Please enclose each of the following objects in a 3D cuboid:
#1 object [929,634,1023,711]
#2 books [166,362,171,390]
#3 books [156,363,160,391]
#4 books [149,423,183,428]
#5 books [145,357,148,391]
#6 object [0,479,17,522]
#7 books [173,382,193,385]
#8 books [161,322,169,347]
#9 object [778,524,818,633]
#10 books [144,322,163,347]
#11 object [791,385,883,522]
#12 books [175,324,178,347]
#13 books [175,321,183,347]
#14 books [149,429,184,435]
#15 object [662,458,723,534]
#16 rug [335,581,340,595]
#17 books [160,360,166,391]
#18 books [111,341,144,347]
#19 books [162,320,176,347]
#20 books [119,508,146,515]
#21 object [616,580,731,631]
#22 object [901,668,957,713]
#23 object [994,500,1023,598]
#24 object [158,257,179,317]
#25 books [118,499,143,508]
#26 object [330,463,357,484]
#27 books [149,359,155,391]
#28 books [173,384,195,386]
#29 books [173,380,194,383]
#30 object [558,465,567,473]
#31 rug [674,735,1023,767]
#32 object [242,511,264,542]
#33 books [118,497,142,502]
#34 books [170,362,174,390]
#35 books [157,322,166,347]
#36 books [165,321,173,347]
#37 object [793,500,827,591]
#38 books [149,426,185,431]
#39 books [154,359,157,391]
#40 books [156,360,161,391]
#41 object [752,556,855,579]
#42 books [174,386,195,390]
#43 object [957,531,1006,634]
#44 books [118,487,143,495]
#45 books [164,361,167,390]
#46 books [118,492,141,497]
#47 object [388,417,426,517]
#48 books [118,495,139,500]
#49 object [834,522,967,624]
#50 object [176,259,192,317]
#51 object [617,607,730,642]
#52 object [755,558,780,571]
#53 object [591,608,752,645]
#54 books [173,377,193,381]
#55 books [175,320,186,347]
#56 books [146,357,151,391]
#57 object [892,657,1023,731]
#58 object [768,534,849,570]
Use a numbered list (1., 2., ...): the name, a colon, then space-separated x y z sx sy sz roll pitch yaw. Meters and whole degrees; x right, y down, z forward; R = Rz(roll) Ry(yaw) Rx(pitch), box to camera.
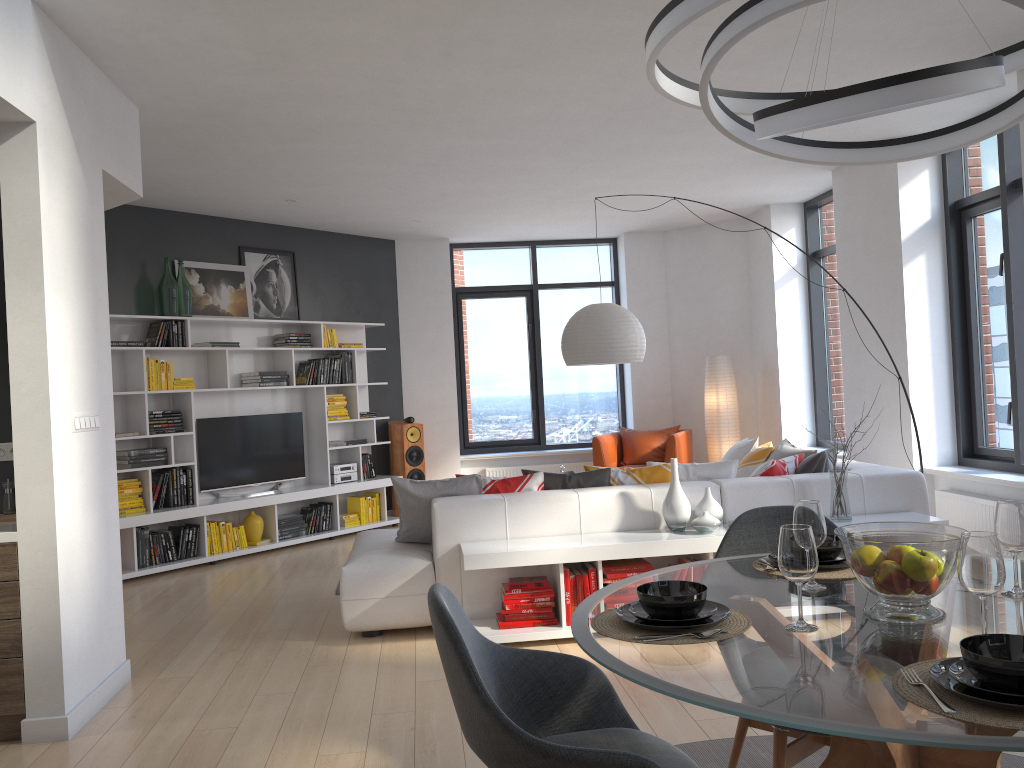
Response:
1. object: 0.835 0.474 1.474 0.258 0.074 0.258 -3 0 14
2. books: -2.868 -0.061 7.297 0.172 0.234 0.024 -3 0 39
3. books: -2.920 -0.054 7.208 0.156 0.229 0.024 -3 0 39
4. books: -2.876 0.340 7.268 0.209 0.030 0.266 -3 0 37
5. books: -2.995 -0.073 7.125 0.204 0.270 0.029 -3 0 39
6. object: -2.213 0.450 4.032 0.330 0.316 0.221 -3 0 -6
7. books: -2.763 -0.002 7.381 0.113 0.018 0.169 -3 0 40
8. books: -2.884 -0.399 7.283 0.154 0.212 0.074 -3 0 38
9. object: 0.618 0.417 1.912 0.083 0.220 0.083 -3 0 22
10. books: -2.927 -0.398 7.240 0.166 0.213 0.096 -3 0 37
11. object: 1.828 0.383 4.851 0.406 0.744 0.607 -3 0 34
12. books: -2.824 -0.396 7.360 0.147 0.200 0.021 -3 0 39
13. books: -2.807 -0.405 7.383 0.169 0.218 0.038 -3 0 39
14. books: -2.854 0.392 7.260 0.189 0.026 0.263 -3 0 37
15. object: 0.977 0.600 4.838 0.316 0.398 0.319 -3 0 18
16. rug: -0.130 1.360 6.892 2.326 0.016 1.662 -3 0 -6
17. books: -2.903 -0.067 7.256 0.185 0.250 0.035 -3 0 39
18. books: -3.088 -0.308 7.011 0.208 0.046 0.268 -3 0 42
19. books: -2.844 -0.410 7.344 0.176 0.232 0.025 -3 0 39
20. books: -3.064 1.004 6.986 0.204 0.029 0.270 -3 0 44
21. object: 0.365 0.501 2.017 0.258 0.074 0.258 -3 0 -26
22. object: 0.841 0.504 1.491 0.309 0.015 0.206 -3 0 3
23. object: 1.189 0.388 2.098 0.083 0.220 0.083 -3 0 45
24. object: -2.844 -0.799 7.341 0.157 0.507 0.157 -3 0 -38
25. books: -3.079 0.943 6.993 0.198 0.044 0.255 -3 0 39
26. object: -1.700 0.869 8.642 0.270 0.174 0.285 -3 0 39
27. books: -2.966 -0.067 7.182 0.198 0.255 0.044 -3 0 39
28. books: -2.774 0.012 7.397 0.148 0.011 0.196 -3 0 39
29. books: -2.772 -0.017 7.395 0.134 0.014 0.187 -3 0 39
30. object: 0.308 0.765 6.912 0.330 0.265 0.330 -3 0 18
31. rug: 0.912 1.283 1.992 2.499 0.010 2.499 -3 0 -33
32. object: -2.270 1.244 7.767 0.185 0.257 0.185 -3 0 16
33. books: -3.094 0.914 7.000 0.198 0.015 0.263 -3 0 42
34. books: -2.854 -0.061 7.319 0.172 0.234 0.024 -3 0 39
35. books: -2.912 -0.397 7.269 0.171 0.214 0.087 -3 0 39
36. books: -2.855 -0.403 7.322 0.156 0.221 0.021 -3 0 39
37. object: 0.764 0.411 2.271 0.083 0.220 0.083 -3 0 -34
38. books: -2.856 0.367 7.262 0.189 0.025 0.270 -3 0 38
39. books: -2.949 -0.070 7.207 0.199 0.263 0.015 -3 0 39
40. books: -2.922 -0.067 7.236 0.180 0.251 0.019 -3 0 39
41. object: 0.872 0.516 2.531 0.360 0.002 0.360 -3 0 36
42. books: -2.770 0.035 7.394 0.147 0.033 0.190 -3 0 39
43. object: 0.913 0.400 1.722 0.083 0.220 0.083 -3 0 45
44. books: -3.085 0.847 7.008 0.185 0.035 0.250 -3 0 42
45. books: -2.886 -0.062 7.280 0.169 0.239 0.023 -3 0 39
46. books: -3.092 0.874 7.001 0.180 0.019 0.251 -3 0 39
47. object: -1.120 0.886 9.291 0.290 1.088 0.434 -3 0 -36
48. books: -3.084 0.895 6.979 0.152 0.024 0.228 -3 0 43
49. object: 0.873 0.422 1.985 0.278 0.184 0.278 -3 0 2
50. object: -2.790 -0.801 7.498 0.157 0.507 0.157 -3 0 -38
51. object: 0.360 0.532 2.010 0.206 0.015 0.309 -3 0 -2
52. object: 0.862 0.509 2.531 0.309 0.015 0.206 -3 0 -2
53. object: 0.359 0.540 2.017 0.360 0.002 0.360 -3 0 -31
54. books: -2.785 -0.037 7.401 0.138 0.026 0.186 -3 0 39
55. books: -2.784 -0.413 7.401 0.174 0.230 0.019 -3 0 39
56. books: -2.985 -0.073 7.152 0.213 0.270 0.025 -3 0 39
57. object: 0.831 0.513 1.486 0.360 0.002 0.360 -3 0 -31
58. object: 0.868 0.478 2.543 0.258 0.074 0.258 -3 0 -26
